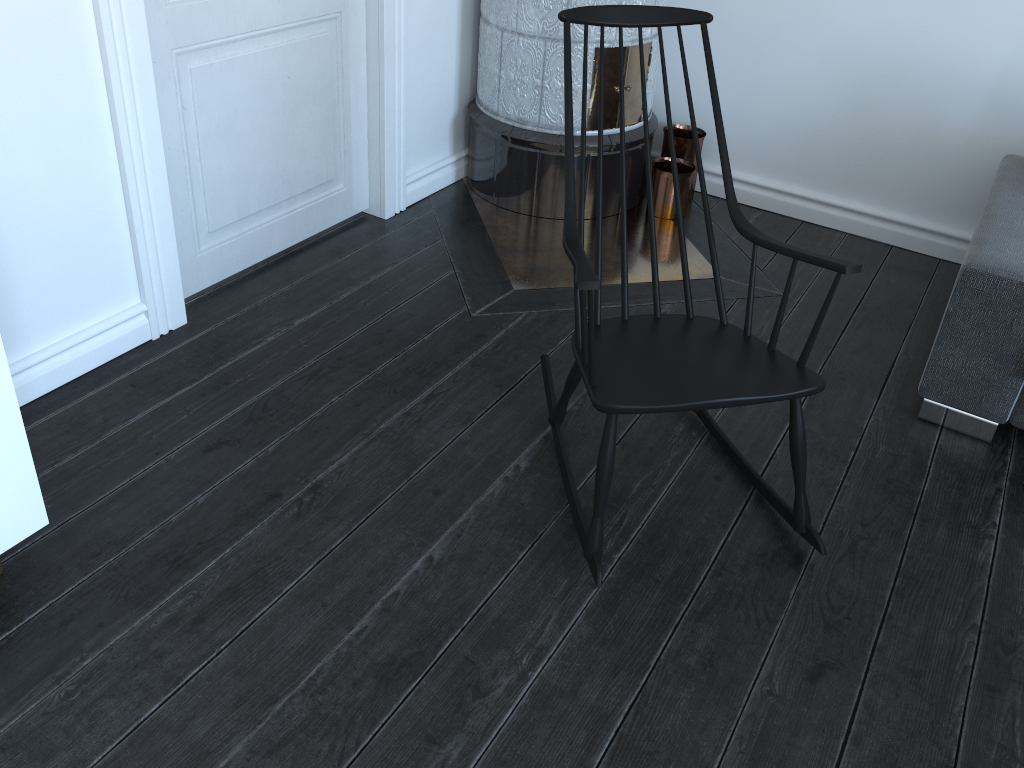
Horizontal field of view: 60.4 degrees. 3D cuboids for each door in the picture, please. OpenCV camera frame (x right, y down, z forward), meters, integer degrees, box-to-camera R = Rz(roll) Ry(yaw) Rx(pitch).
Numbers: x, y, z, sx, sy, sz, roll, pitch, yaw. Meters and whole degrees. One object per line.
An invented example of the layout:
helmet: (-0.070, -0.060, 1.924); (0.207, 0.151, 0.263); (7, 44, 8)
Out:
door: (-0.688, -1.429, 2.389); (0.118, 2.349, 1.212); (20, 34, 24)

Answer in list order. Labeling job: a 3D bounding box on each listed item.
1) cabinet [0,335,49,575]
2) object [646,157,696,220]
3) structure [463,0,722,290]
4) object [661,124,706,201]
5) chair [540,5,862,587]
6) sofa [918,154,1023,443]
cabinet: (-1.426, 0.266, 1.269); (0.599, 0.698, 1.245); (21, 36, 24)
object: (0.626, -0.775, 3.494); (0.176, 0.189, 0.179); (15, 34, 17)
structure: (0.334, -1.890, 2.830); (0.779, 2.743, 1.335); (-3, 32, -13)
object: (0.689, -0.907, 3.629); (0.176, 0.267, 0.182); (21, 35, 25)
chair: (0.354, -0.251, 2.004); (0.613, 0.954, 0.952); (-4, 33, -13)
sofa: (2.377, -0.016, 2.108); (2.412, 0.688, 1.124); (22, 37, 25)
